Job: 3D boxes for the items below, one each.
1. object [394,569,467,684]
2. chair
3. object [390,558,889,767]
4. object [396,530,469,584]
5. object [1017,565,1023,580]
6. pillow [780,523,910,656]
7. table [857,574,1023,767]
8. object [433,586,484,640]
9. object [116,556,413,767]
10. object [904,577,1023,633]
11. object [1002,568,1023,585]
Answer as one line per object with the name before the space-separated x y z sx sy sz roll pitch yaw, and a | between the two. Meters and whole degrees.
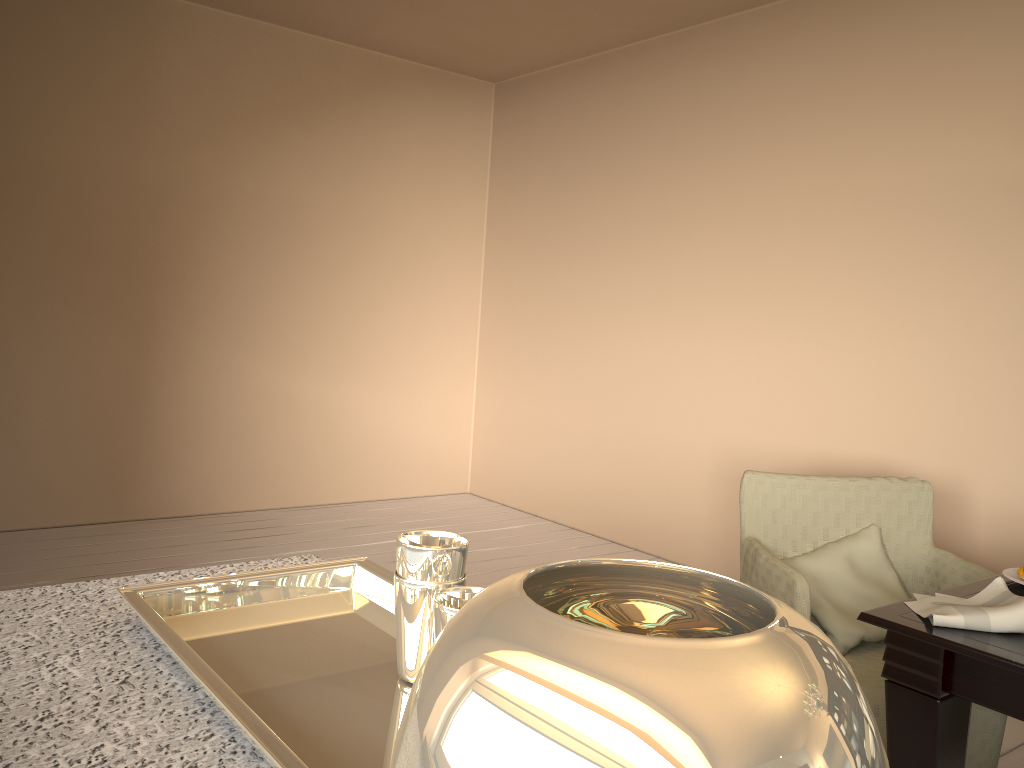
object | -0.073 0.209 0.770 0.063 0.090 0.063 5 3 25
chair | 0.875 0.661 2.219 0.563 0.800 0.562 4 3 -2
object | 0.058 0.198 0.429 0.235 0.195 0.236 2 3 -21
object | -0.071 0.179 0.769 0.063 0.090 0.063 5 3 25
object | 1.078 0.373 1.762 0.138 0.051 0.062 2 3 -19
pillow | 0.888 0.524 2.324 0.316 0.294 0.248 2 3 -25
table | 1.540 0.814 1.026 0.918 0.652 1.995 1 5 -38
object | -0.034 0.216 0.708 0.063 0.090 0.063 5 3 25
object | -0.141 0.236 0.766 0.274 0.034 0.447 1 5 -38
object | 0.791 0.370 1.534 0.197 0.063 0.205 5 4 15
object | 1.079 0.397 1.751 0.194 0.014 0.194 6 5 28
